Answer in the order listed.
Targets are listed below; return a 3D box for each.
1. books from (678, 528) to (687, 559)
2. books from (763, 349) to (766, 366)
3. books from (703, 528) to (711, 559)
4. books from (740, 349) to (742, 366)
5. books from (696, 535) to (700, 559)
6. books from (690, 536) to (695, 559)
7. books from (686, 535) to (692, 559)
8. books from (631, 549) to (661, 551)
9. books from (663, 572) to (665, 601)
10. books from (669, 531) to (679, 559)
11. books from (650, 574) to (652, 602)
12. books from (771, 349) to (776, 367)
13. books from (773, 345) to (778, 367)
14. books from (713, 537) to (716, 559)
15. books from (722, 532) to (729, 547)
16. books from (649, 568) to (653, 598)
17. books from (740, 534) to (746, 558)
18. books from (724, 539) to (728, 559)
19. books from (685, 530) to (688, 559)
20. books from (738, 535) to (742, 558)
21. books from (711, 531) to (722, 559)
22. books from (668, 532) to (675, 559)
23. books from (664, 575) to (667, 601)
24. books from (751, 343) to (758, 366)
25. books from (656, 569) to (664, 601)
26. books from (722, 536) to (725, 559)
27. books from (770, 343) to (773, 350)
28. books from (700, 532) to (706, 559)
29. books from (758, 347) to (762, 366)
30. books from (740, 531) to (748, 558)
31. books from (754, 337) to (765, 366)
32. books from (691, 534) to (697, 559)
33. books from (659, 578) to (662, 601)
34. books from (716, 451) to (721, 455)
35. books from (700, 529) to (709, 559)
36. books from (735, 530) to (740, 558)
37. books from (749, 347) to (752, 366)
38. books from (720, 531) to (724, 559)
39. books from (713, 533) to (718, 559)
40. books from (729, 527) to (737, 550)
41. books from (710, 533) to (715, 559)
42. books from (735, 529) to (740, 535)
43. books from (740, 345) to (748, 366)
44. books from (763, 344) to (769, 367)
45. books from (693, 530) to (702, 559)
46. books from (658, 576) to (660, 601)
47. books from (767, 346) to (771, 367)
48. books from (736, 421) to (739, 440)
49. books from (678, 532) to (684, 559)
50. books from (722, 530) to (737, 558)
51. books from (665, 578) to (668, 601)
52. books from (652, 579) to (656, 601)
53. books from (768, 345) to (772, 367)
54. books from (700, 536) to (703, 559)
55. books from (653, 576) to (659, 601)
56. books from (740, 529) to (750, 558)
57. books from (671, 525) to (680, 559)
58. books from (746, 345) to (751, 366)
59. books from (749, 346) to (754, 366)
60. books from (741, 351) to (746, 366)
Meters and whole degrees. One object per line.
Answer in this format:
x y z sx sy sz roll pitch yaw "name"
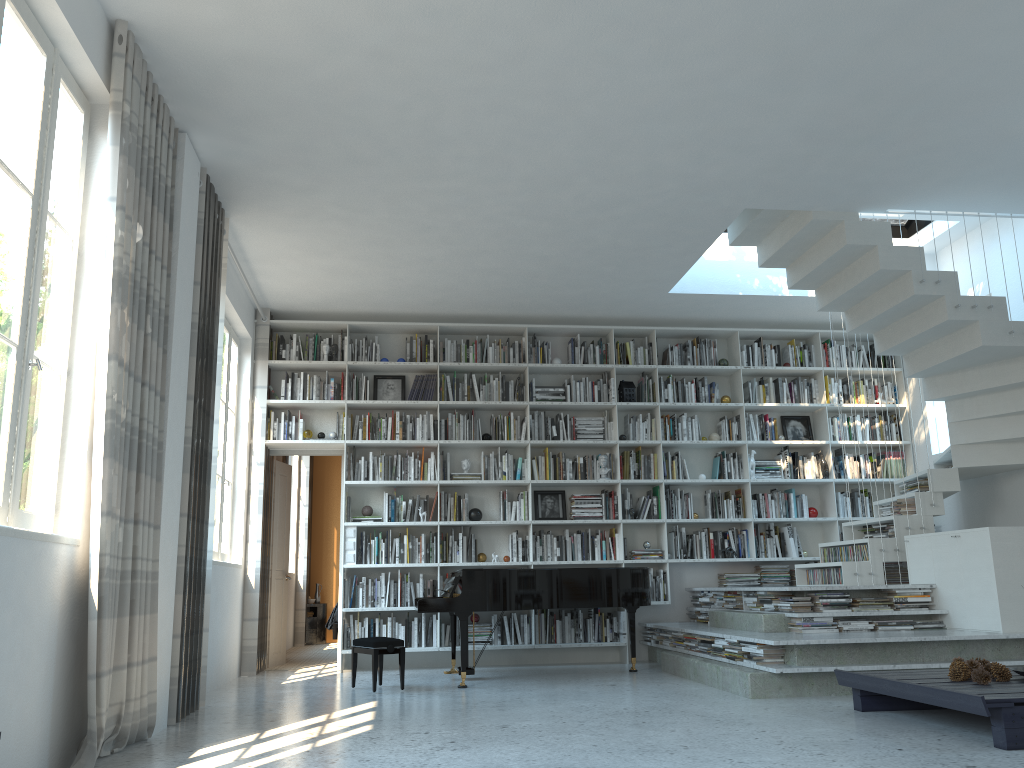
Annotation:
1.599 1.509 8.367 0.030 0.293 0.189 0 -13 -7 "books"
2.497 -0.228 8.894 0.030 0.220 0.133 0 -13 -7 "books"
1.845 1.514 8.403 0.012 0.292 0.175 0 -13 -7 "books"
2.259 -0.252 8.867 0.014 0.263 0.140 0 -13 -7 "books"
1.738 1.548 8.399 0.024 0.227 0.160 0 -13 -7 "books"
1.693 1.552 8.387 0.011 0.216 0.176 0 -13 -7 "books"
1.655 1.544 8.382 0.065 0.231 0.162 0 -13 -7 "books"
1.247 1.552 8.270 0.254 0.012 0.161 -1 -13 2 "books"
1.378 1.869 8.197 0.015 0.270 0.158 0 -13 -7 "books"
1.526 1.524 8.354 0.023 0.261 0.187 0 -13 -7 "books"
1.251 1.875 8.157 0.014 0.245 0.176 0 -13 -7 "books"
2.584 -0.224 8.879 0.024 0.201 0.190 0 -13 -7 "books"
2.627 -0.244 8.913 0.012 0.253 0.161 0 -13 -7 "books"
1.892 1.545 8.420 0.025 0.237 0.157 0 -13 -7 "books"
2.029 1.540 8.433 0.012 0.248 0.165 0 -13 -7 "books"
1.272 1.853 8.184 0.032 0.299 0.149 0 -13 -7 "books"
2.174 1.548 8.437 0.025 0.227 0.176 0 -13 -7 "books"
2.012 1.572 8.422 0.025 0.180 0.169 0 -13 -7 "books"
1.618 1.520 8.377 0.010 0.276 0.174 0 -13 -7 "books"
2.143 1.553 8.437 0.013 0.219 0.169 0 -13 -7 "books"
1.939 1.531 8.419 0.026 0.262 0.174 0 -13 -7 "books"
1.506 1.533 8.370 0.012 0.253 0.161 0 -13 -7 "books"
1.393 1.884 8.181 0.013 0.232 0.149 0 -13 -7 "books"
2.416 -0.260 8.875 0.048 0.277 0.150 0 -13 -7 "books"
1.362 1.857 8.175 0.021 0.284 0.173 0 -13 -7 "books"
1.987 1.559 8.428 0.022 0.210 0.136 0 -13 -7 "books"
2.597 -0.255 8.915 0.012 0.278 0.153 0 -13 -7 "books"
1.790 1.534 8.395 0.025 0.252 0.182 0 -13 -7 "books"
2.455 -0.237 8.877 0.030 0.230 0.148 0 -13 -7 "books"
2.198 1.535 8.450 0.026 0.257 0.157 0 -13 -7 "books"
2.477 -0.288 8.880 0.014 0.331 0.181 0 -13 -7 "books"
1.711 1.546 8.401 0.029 0.234 0.142 0 -13 -7 "books"
1.348 1.890 8.158 0.011 0.211 0.179 0 -13 -7 "books"
2.017 0.808 8.608 0.016 0.289 0.135 0 -12 -7 "books"
1.830 1.522 8.422 0.012 0.284 0.160 0 -13 -7 "books"
2.124 1.534 8.452 0.021 0.264 0.150 0 -13 -7 "books"
2.353 -0.238 8.862 0.024 0.230 0.169 0 -13 -7 "books"
1.963 1.533 8.429 0.026 0.262 0.170 0 -13 -7 "books"
1.914 1.544 8.430 0.021 0.242 0.131 0 -13 -7 "books"
2.107 1.519 8.452 0.013 0.293 0.135 0 -12 -7 "books"
1.866 1.538 8.403 0.031 0.243 0.185 0 -13 -7 "books"
2.152 1.528 8.470 0.012 0.281 0.144 0 -13 -7 "books"
2.303 -0.249 8.855 0.025 0.250 0.178 0 -13 -7 "books"
2.521 -0.253 8.882 0.014 0.261 0.168 0 -13 -7 "books"
1.757 1.528 8.403 0.014 0.267 0.172 0 -13 -7 "books"
1.334 1.888 8.175 0.012 0.225 0.149 0 -13 -7 "books"
2.539 -0.240 8.882 0.022 0.235 0.172 0 -13 -7 "books"
2.182 0.483 8.692 0.013 0.220 0.156 0 -13 -7 "books"
1.573 1.528 8.361 0.023 0.256 0.178 0 -13 -7 "books"
2.067 1.530 8.435 0.070 0.266 0.186 0 -13 -7 "books"
1.404 1.900 8.192 0.012 0.205 0.161 0 -13 -7 "books"
1.295 1.900 8.175 0.013 0.202 0.139 0 -13 -7 "books"
2.559 -0.246 8.895 0.021 0.253 0.151 0 -13 -7 "books"
1.770 1.552 8.405 0.012 0.221 0.153 0 -13 -7 "books"
1.317 1.884 8.156 0.026 0.224 0.175 0 -13 -7 "books"
2.223 1.529 8.455 0.025 0.272 0.171 0 -13 -7 "books"
1.542 1.498 8.362 0.010 0.315 0.187 0 -13 -7 "books"
2.329 -0.245 8.852 0.026 0.241 0.185 0 -13 -7 "books"
2.377 -0.243 8.884 0.027 0.249 0.140 0 -13 -7 "books"
2.281 -0.218 8.833 0.022 0.182 0.190 0 -13 -7 "books"
